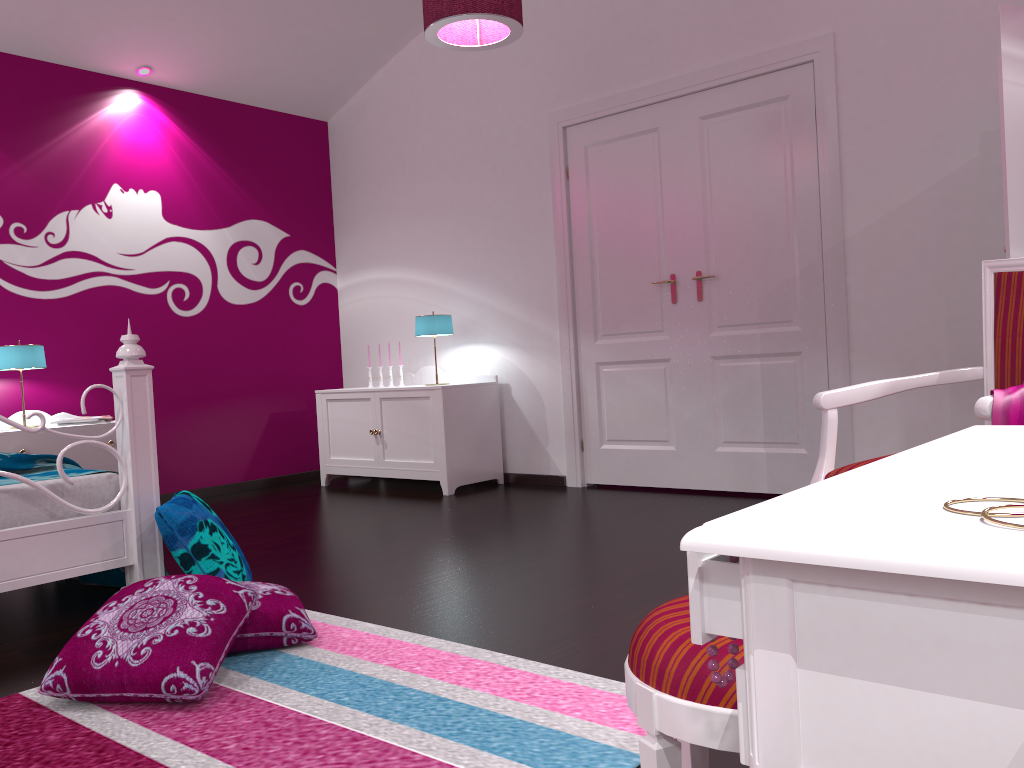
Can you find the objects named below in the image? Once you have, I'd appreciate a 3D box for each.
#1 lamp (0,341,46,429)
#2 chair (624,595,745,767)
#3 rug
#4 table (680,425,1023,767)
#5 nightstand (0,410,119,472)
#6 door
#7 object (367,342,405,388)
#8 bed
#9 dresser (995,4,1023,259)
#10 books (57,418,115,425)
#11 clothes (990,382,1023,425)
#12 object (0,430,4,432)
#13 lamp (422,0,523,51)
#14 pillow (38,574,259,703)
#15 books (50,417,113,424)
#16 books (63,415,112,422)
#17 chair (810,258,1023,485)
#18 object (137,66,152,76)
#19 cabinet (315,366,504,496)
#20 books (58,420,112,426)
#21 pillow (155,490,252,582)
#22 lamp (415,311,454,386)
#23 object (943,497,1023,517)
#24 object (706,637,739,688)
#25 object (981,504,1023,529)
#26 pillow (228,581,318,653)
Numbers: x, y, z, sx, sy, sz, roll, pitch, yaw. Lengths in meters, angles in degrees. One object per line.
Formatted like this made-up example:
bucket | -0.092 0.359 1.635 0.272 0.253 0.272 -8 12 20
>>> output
lamp | -2.454 0.002 4.441 0.229 0.438 0.229 -3 1 -5
chair | 0.319 0.480 1.116 0.337 0.390 0.337 -2 2 37
rug | -0.785 0.725 1.447 1.400 0.018 2.100 -2 2 40
table | 0.600 0.372 0.845 0.526 0.592 0.856 -2 2 40
nightstand | -2.326 0.437 4.472 0.455 0.616 0.742 -2 2 40
door | 0.890 -0.456 4.529 1.405 2.001 0.098 -2 2 40
object | -0.804 -0.123 5.606 0.285 0.284 0.043 -2 1 29
bed | -2.576 0.224 2.866 2.317 1.143 2.167 -2 2 40
dresser | 2.084 -0.406 2.690 0.875 1.893 0.842 -3 1 -5
books | -2.210 0.193 4.616 0.220 0.007 0.300 -4 1 -14
clothes | 1.081 0.100 1.753 0.162 0.777 0.601 -2 2 44
object | -2.436 0.223 4.177 0.073 0.006 0.073 -3 1 3
lamp | -0.820 -1.842 2.598 0.377 1.129 2.377 -2 2 40
pillow | -0.850 0.595 2.118 0.425 0.224 0.391 -3 1 9
books | -2.225 0.188 4.595 0.220 0.007 0.300 -3 1 -11
books | -2.207 0.182 4.610 0.221 0.012 0.300 -4 1 -26
chair | 0.983 0.171 1.879 0.511 0.901 0.528 -4 1 -15
object | -2.141 -1.827 5.155 0.085 0.058 0.080 -2 2 40
cabinet | -0.666 0.263 5.498 1.142 0.734 0.506 -2 2 40
books | -2.213 0.201 4.605 0.220 0.007 0.300 -4 1 -20
pillow | -0.984 0.531 2.855 0.264 0.357 0.402 -3 1 -9
lamp | -0.456 -0.212 5.265 0.229 0.438 0.229 -3 1 -5
object | 0.360 0.091 0.658 0.073 0.003 0.073 -4 2 -39
object | 0.192 0.193 0.769 0.032 0.143 0.063 -2 2 40
object | 0.360 0.090 0.604 0.073 0.006 0.073 -3 1 3
pillow | -0.775 0.628 2.413 0.400 0.142 0.429 -4 1 -25
